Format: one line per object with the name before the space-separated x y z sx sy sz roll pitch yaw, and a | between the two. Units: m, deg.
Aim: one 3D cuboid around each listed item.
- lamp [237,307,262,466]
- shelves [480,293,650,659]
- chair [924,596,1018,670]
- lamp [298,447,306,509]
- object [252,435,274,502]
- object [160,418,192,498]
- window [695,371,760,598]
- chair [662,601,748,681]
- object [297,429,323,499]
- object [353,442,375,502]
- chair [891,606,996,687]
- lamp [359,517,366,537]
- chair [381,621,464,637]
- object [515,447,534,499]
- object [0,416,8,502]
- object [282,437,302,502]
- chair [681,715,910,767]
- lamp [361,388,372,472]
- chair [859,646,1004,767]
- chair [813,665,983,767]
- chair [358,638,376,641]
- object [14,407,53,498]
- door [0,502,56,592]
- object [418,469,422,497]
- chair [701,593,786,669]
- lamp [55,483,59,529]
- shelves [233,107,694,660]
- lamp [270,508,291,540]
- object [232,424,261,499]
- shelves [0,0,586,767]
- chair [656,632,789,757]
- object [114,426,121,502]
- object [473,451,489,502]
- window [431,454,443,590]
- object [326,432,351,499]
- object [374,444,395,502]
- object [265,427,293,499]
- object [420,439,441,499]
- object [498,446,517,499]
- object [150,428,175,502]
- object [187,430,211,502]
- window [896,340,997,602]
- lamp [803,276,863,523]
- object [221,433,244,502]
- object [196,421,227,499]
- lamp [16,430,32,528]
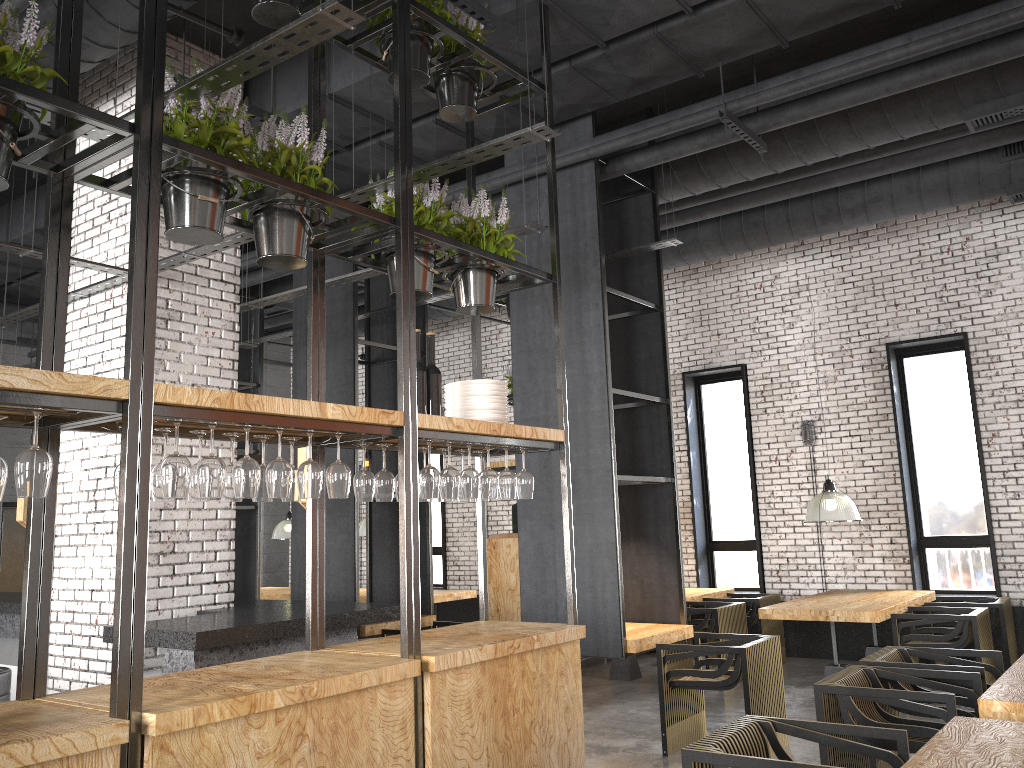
lamp | -1.873 0.109 6.368 0.127 1.400 0.127 -10 -13 36
shelves | 0.569 0.631 10.158 0.689 5.037 2.328 -10 -12 36
chair | 4.222 2.352 8.125 0.637 0.733 0.655 -9 -12 33
lamp | -1.349 0.104 5.975 0.127 1.552 0.127 -10 -13 36
object | -1.016 0.346 3.619 0.101 0.268 0.100 6 -13 -39
object | -1.134 0.250 2.992 0.101 0.268 0.100 6 -13 -39
window | 2.619 1.187 10.737 0.747 2.708 0.364 -9 -13 36
chair | 1.855 2.513 8.582 0.637 0.733 0.656 -9 -12 36
object | -0.787 0.310 3.453 0.101 0.268 0.100 6 -13 -39
object | -0.678 0.405 4.068 0.101 0.268 0.100 1 -11 -17
chair | 3.576 2.247 7.317 0.637 0.733 0.655 -9 -12 34
lamp | -1.876 0.843 12.013 0.536 2.414 0.535 1 -11 -17
chair | -0.649 2.438 7.537 0.637 0.733 0.656 -10 -12 38
object | 0.063 0.460 4.580 0.101 0.268 0.100 -2 -10 0
object | -1.641 0.236 2.790 0.101 0.268 0.100 2 -11 -22
object | -0.928 0.361 3.736 0.101 0.268 0.100 6 -13 -39
chair | 1.078 1.688 3.251 0.637 0.733 0.655 -9 -12 35
lamp | -1.402 0.093 8.522 0.108 1.604 0.108 -1 -10 -7
chair | 2.428 1.925 5.042 0.637 0.733 0.655 -9 -12 35
chair | 1.953 1.837 4.388 0.637 0.733 0.656 -9 -12 36
chair | -1.017 2.184 6.150 0.439 0.808 0.479 -4 -10 10
object | -1.412 0.201 2.623 0.101 0.268 0.100 2 -11 -22
door | -6.393 2.643 11.862 0.158 2.110 1.118 -10 -12 36
object | -0.449 0.370 3.901 0.101 0.268 0.100 1 -11 -17
chair | 2.461 2.624 9.419 0.637 0.733 0.655 -9 -12 34
lamp | -3.954 0.533 7.867 0.127 1.612 0.127 -10 -13 36
shelves | -1.436 0.127 8.515 6.138 4.382 1.001 -9 -12 36
lamp | -3.258 1.055 13.018 0.536 2.414 0.535 0 -10 -12
object | -0.963 0.279 3.219 0.101 0.268 0.100 6 -13 -39
shelves | -1.030 -0.375 3.503 0.689 5.037 3.652 -10 -12 36
chair | 1.437 2.123 6.055 0.637 0.733 0.655 -9 -12 34
object | -1.363 0.285 3.159 0.101 0.268 0.100 6 -13 -39
object | -0.167 0.495 4.747 0.101 0.268 0.100 -2 -10 0
window | -1.211 1.774 13.525 0.747 2.708 0.364 -9 -13 36
object | -0.699 0.326 3.569 0.101 0.268 0.100 6 -13 -39
object | -0.601 0.418 4.170 0.101 0.268 0.100 1 -11 -17
object | -0.875 0.295 3.336 0.101 0.268 0.100 6 -13 -39
object | -0.372 0.383 4.003 0.101 0.268 0.100 1 -11 -17
object | -0.025 0.444 4.463 0.101 0.268 0.100 -2 -10 0
object | -1.280 0.299 3.269 0.101 0.268 0.100 6 -13 -39
object | -1.192 0.315 3.386 0.101 0.268 0.100 6 -13 -39
window | 4.558 0.889 9.325 0.747 2.708 0.364 -9 -13 36
lamp | 2.991 0.118 8.604 0.536 2.414 0.535 1 -11 -17
object | -1.104 0.330 3.503 0.101 0.268 0.100 6 -13 -39
object | -1.051 0.264 3.102 0.101 0.268 0.100 6 -13 -39
lamp | -4.476 0.583 8.251 0.127 1.552 0.127 -10 -13 36
